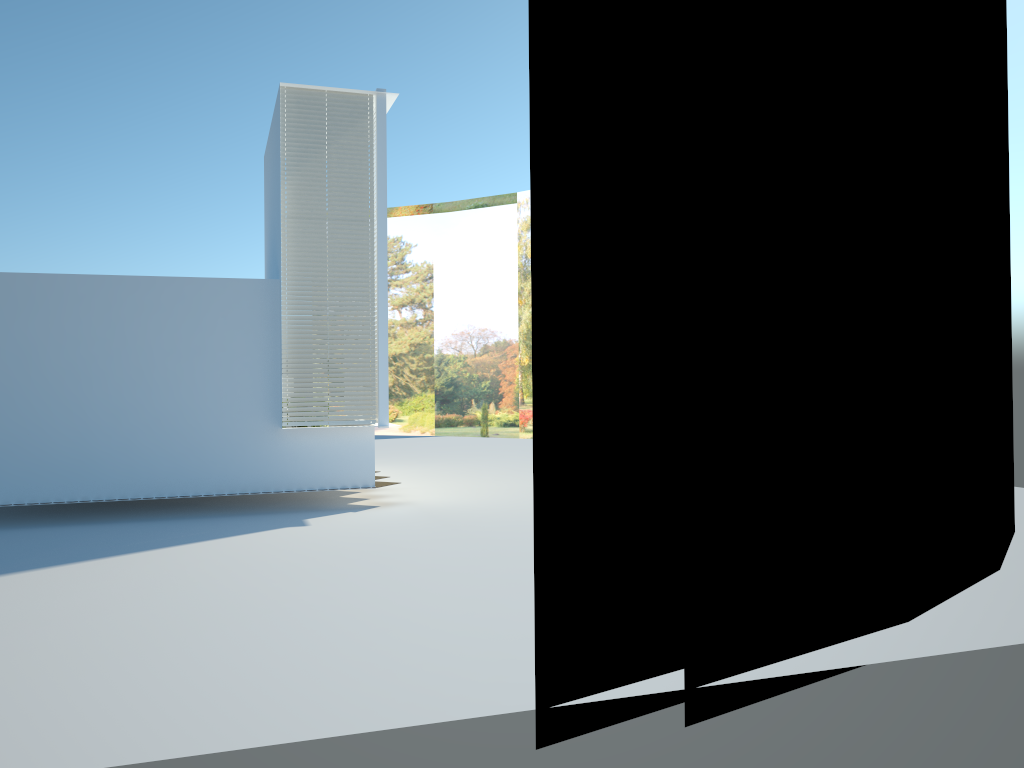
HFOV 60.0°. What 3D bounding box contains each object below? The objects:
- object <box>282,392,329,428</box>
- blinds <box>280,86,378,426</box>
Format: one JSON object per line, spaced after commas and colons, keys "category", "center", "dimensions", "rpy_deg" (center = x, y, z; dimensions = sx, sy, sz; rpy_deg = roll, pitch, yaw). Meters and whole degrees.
{"category": "object", "center": [-3.334, 0.734, 13.846], "dimensions": [1.026, 1.199, 1.121], "rpy_deg": [0, 0, -40]}
{"category": "blinds", "center": [-2.249, -1.612, 12.937], "dimensions": [1.219, 4.266, 3.917], "rpy_deg": [-1, 0, 0]}
